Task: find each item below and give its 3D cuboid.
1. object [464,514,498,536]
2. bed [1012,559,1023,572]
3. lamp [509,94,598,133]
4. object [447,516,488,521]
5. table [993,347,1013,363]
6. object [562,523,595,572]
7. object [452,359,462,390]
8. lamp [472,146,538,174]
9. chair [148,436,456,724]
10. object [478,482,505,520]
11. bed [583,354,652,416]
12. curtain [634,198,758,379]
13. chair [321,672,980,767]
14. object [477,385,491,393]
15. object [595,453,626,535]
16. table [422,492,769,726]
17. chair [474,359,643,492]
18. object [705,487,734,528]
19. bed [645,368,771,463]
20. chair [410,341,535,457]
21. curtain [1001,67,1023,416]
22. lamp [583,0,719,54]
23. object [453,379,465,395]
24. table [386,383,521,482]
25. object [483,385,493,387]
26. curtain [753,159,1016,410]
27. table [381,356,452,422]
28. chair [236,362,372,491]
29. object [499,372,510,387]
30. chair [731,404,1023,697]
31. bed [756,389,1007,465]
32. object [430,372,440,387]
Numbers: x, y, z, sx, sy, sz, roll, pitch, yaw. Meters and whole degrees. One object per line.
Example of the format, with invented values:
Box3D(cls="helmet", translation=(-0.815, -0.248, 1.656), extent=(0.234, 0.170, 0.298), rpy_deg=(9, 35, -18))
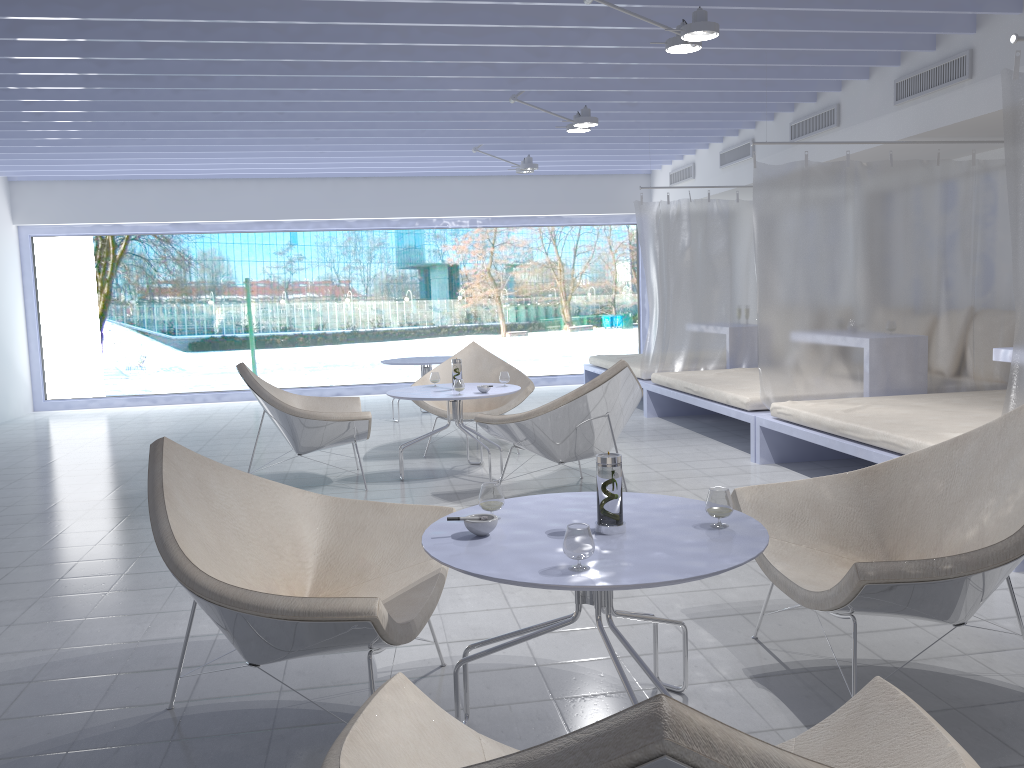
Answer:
Box3D(cls="object", translation=(-0.074, 0.342, 2.131), extent=(0.082, 0.043, 0.082), rpy_deg=(-3, 6, -8))
Box3D(cls="bed", translation=(3.053, 0.550, 2.464), extent=(2.016, 0.427, 2.200), rpy_deg=(-3, 6, -9))
Box3D(cls="lamp", translation=(0.279, -1.877, 6.117), extent=(0.587, 0.218, 0.380), rpy_deg=(-3, 6, -9))
Box3D(cls="object", translation=(-0.107, 0.323, 2.128), extent=(0.098, 0.016, 0.012), rpy_deg=(-3, 6, -10))
Box3D(cls="table", translation=(2.773, 0.079, 4.096), extent=(0.416, 0.450, 1.065), rpy_deg=(-3, 6, -9))
Box3D(cls="object", translation=(0.139, 0.340, 1.848), extent=(0.068, 0.091, 0.068), rpy_deg=(-4, 6, -19))
Box3D(cls="object", translation=(-0.338, -0.062, 5.457), extent=(0.075, 0.189, 0.075), rpy_deg=(-4, 6, -18))
Box3D(cls="lamp", translation=(-0.069, -2.077, 8.188), extent=(0.587, 0.218, 0.380), rpy_deg=(-3, 6, -9))
Box3D(cls="chair", translation=(-0.595, 0.512, 2.365), extent=(0.753, 0.759, 0.906), rpy_deg=(-1, 6, 8))
Box3D(cls="object", translation=(-0.053, 0.302, 2.282), extent=(0.068, 0.091, 0.068), rpy_deg=(-4, 6, -19))
Box3D(cls="bed", translation=(1.976, -0.076, 8.972), extent=(2.022, 0.422, 2.200), rpy_deg=(-3, 6, -9))
Box3D(cls="curtain", translation=(2.063, -0.859, 7.790), extent=(2.050, 1.552, 0.151), rpy_deg=(-3, 6, -9))
Box3D(cls="chair", translation=(0.172, 0.612, 1.132), extent=(0.906, 0.759, 0.753), rpy_deg=(-1, 6, 5))
Box3D(cls="object", translation=(-0.164, 0.031, 5.207), extent=(0.082, 0.043, 0.082), rpy_deg=(-7, 8, -41))
Box3D(cls="object", translation=(0.234, 0.262, 2.124), extent=(0.075, 0.185, 0.075), rpy_deg=(4, 8, 43))
Box3D(cls="table", translation=(0.203, 0.619, 2.176), extent=(0.825, 0.534, 0.823), rpy_deg=(-6, 7, -32))
Box3D(cls="chair", translation=(0.363, 0.232, 4.799), extent=(0.906, 0.759, 0.753), rpy_deg=(-7, 7, -39))
Box3D(cls="object", translation=(0.500, 0.298, 2.141), extent=(0.068, 0.091, 0.068), rpy_deg=(-4, 6, -19))
Box3D(cls="bed", translation=(2.324, 0.131, 6.800), extent=(2.016, 0.427, 2.200), rpy_deg=(-3, 6, -9))
Box3D(cls="chair", translation=(-0.286, 0.084, 6.460), extent=(0.906, 0.759, 0.753), rpy_deg=(-2, 6, 1))
Box3D(cls="curtain", translation=(2.791, -0.440, 3.453), extent=(2.050, 1.552, 0.151), rpy_deg=(-3, 6, -9))
Box3D(cls="lamp", translation=(0.623, -1.679, 4.065), extent=(0.587, 0.218, 0.380), rpy_deg=(-3, 6, -9))
Box3D(cls="object", translation=(-0.306, 0.019, 5.139), extent=(0.068, 0.091, 0.068), rpy_deg=(0, 6, 19))
Box3D(cls="table", translation=(-0.348, 0.301, 5.467), extent=(0.825, 0.534, 0.823), rpy_deg=(-4, 6, -18))
Box3D(cls="object", translation=(-0.146, 0.014, 5.179), extent=(0.012, 0.016, 0.098), rpy_deg=(-7, 8, -43))
Box3D(cls="curtain", translation=(2.469, -0.630, 5.620), extent=(1.998, 1.559, 0.125), rpy_deg=(-3, 6, -11))
Box3D(cls="table", translation=(-0.779, 0.042, 8.144), extent=(0.825, 0.534, 0.823), rpy_deg=(3, 7, 37))
Box3D(cls="chair", translation=(-1.260, 0.229, 5.352), extent=(0.753, 0.759, 0.906), rpy_deg=(-3, 6, -14))
Box3D(cls="object", translation=(-0.047, -0.030, 5.536), extent=(0.068, 0.091, 0.068), rpy_deg=(-4, 6, -17))
Box3D(cls="chair", translation=(1.121, 0.444, 2.478), extent=(0.753, 0.759, 0.906), rpy_deg=(-2, 6, -5))
Box3D(cls="bed", translation=(2.704, 0.342, 4.636), extent=(2.022, 0.422, 2.200), rpy_deg=(-3, 6, -9))
Box3D(cls="object", translation=(-0.493, -0.030, 5.676), extent=(0.068, 0.091, 0.068), rpy_deg=(-1, 6, 13))
